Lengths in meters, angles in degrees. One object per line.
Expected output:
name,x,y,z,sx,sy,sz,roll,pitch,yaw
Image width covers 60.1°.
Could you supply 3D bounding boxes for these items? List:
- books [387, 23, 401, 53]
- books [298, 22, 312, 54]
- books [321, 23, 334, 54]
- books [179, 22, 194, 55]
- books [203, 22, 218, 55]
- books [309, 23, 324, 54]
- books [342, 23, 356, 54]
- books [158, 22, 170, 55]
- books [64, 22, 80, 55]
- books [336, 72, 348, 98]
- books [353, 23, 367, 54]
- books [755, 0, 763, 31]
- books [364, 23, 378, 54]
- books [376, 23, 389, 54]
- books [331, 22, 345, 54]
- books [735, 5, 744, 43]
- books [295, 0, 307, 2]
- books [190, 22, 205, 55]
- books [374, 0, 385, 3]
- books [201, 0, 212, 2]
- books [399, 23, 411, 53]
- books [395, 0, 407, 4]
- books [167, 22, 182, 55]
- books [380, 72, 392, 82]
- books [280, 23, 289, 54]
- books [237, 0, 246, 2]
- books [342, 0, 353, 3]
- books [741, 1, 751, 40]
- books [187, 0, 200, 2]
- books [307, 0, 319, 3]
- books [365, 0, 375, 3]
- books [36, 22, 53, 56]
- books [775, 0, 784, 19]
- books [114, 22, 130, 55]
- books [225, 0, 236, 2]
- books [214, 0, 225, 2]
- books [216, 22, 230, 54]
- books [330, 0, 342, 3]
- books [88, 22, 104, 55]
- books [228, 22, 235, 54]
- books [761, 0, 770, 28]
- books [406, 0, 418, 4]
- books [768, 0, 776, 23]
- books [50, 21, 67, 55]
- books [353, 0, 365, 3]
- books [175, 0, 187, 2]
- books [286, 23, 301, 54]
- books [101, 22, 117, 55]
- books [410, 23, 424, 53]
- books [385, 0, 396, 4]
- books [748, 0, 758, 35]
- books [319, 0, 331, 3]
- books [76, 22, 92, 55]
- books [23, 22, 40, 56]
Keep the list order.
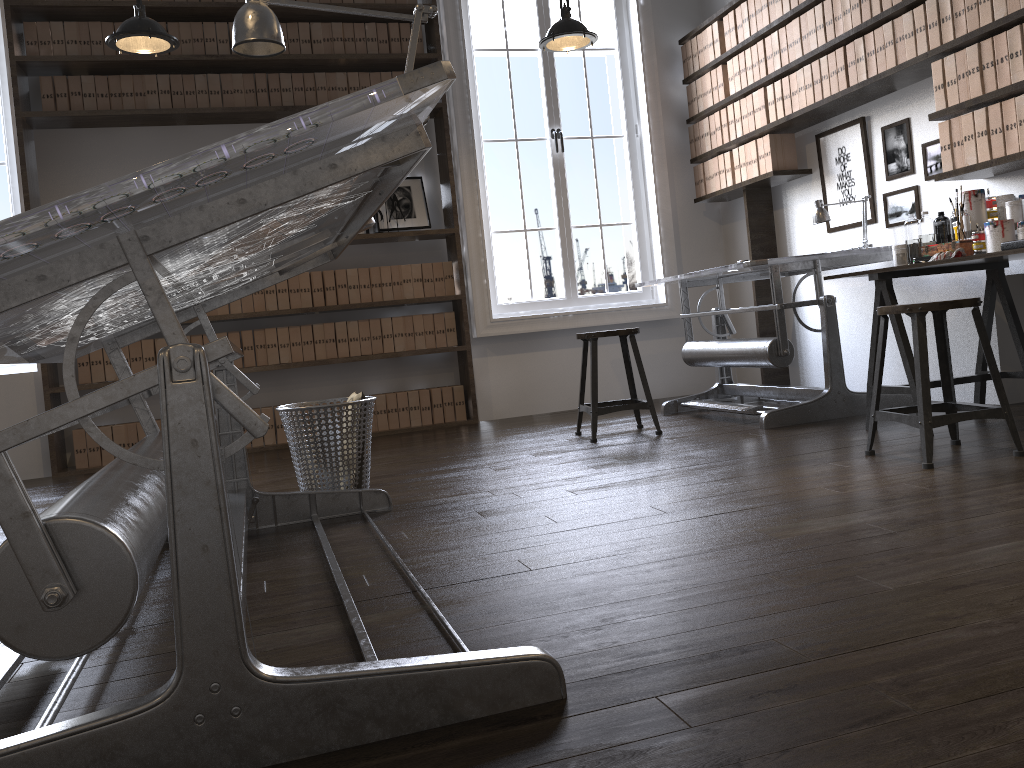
books,-0.769,-2.188,5.714,0.067,0.226,0.174,-6,1,-16
books,-1.301,-2.126,5.557,0.067,0.226,0.174,-6,1,-16
books,-1.173,-2.141,5.598,0.067,0.225,0.174,-6,1,-16
books,-1.964,-2.049,5.363,0.067,0.225,0.174,-6,1,-16
books,-1.834,-2.064,5.397,0.067,0.225,0.174,-6,1,-16
books,-1.232,-2.134,5.579,0.067,0.225,0.174,-6,1,-16
books,-1.045,-2.156,5.637,0.067,0.225,0.174,-6,1,-16
books,-2.097,-2.033,5.321,0.067,0.226,0.174,-6,1,-16
books,-2.560,-1.979,5.186,0.067,0.225,0.174,-6,1,-16
books,-1.083,-1.838,5.616,0.067,0.225,0.174,-6,1,-16
books,-0.977,-2.164,5.657,0.067,0.225,0.174,-6,1,-16
books,1.525,-2.182,5.197,0.175,0.225,0.066,-6,1,-16
books,-0.909,-2.172,5.673,0.067,0.225,0.174,-6,1,-16
books,-0.842,-2.180,5.698,0.067,0.225,0.174,-6,1,-16
books,-1.108,-2.148,5.613,0.067,0.226,0.174,-6,1,-16
books,1.466,-2.188,5.402,0.175,0.225,0.066,-6,1,-16
books,-1.329,-2.443,5.554,0.067,0.225,0.174,-6,1,-16
books,-1.903,-2.055,5.377,0.067,0.226,0.174,-6,1,-16
books,-0.867,-2.497,5.691,0.067,0.226,0.174,-6,1,-16
books,-1.866,-2.381,5.397,0.067,0.226,0.174,-6,1,-16
books,-0.700,-2.196,5.740,0.067,0.225,0.174,-6,1,-16
books,-0.737,-2.513,5.736,0.067,0.225,0.174,-6,1,-16
books,-2.028,-2.041,5.347,0.067,0.225,0.174,-6,1,-16
books,-0.813,-1.869,5.695,0.067,0.225,0.174,-6,1,-16
books,-1.436,-2.111,5.523,0.067,0.225,0.174,-6,1,-16
books,-1.664,-2.404,5.459,0.067,0.225,0.174,-6,1,-16
books,-1.060,-2.475,5.635,0.067,0.226,0.174,-6,1,-16
books,1.481,-2.185,5.332,0.174,0.225,0.066,-6,1,-16
books,-1.939,-2.372,5.381,0.067,0.225,0.174,-6,1,-16
books,-1.261,-2.451,5.578,0.067,0.225,0.174,-6,1,-16
books,-0.932,-2.490,5.677,0.067,0.225,0.174,-6,1,-16
books,-2.697,-1.963,5.147,0.067,0.225,0.174,-6,1,-16
books,1.578,-2.176,5.007,0.175,0.225,0.066,-6,1,-16
books,-2.305,-2.009,5.264,0.067,0.225,0.174,-6,1,-16
books,-1.732,-2.396,5.435,0.067,0.225,0.174,-6,1,-16
books,-1.797,-2.389,5.423,0.067,0.225,0.174,-6,1,-16
books,-1.766,-2.072,5.421,0.067,0.225,0.174,-6,1,-16
books,-1.128,-2.467,5.619,0.067,0.225,0.174,-6,1,-16
books,-2.436,-1.993,5.219,0.067,0.226,0.174,-6,1,-16
books,-1.694,-2.080,5.440,0.067,0.226,0.174,-6,1,-16
books,1.539,-2.179,5.131,0.175,0.226,0.067,-6,1,-16
books,-0.668,-2.521,5.752,0.067,0.225,0.174,-6,1,-16
books,1.562,-2.178,5.068,0.175,0.225,0.066,-6,1,-16
books,-2.629,-1.971,5.163,0.067,0.226,0.174,-6,1,-16
books,-0.992,-2.483,5.658,0.067,0.225,0.174,-6,1,-16
books,-2.006,-2.364,5.356,0.067,0.225,0.174,-6,1,-16
books,-1.369,-2.118,5.540,0.067,0.225,0.174,-6,1,-16
books,-2.373,-2.001,5.244,0.067,0.225,0.174,-6,1,-16
books,-0.627,-2.205,5.759,0.067,0.225,0.174,-6,1,-16
books,-0.804,-2.505,5.716,0.067,0.225,0.174,-6,1,-16
books,1.505,-2.184,5.265,0.174,0.225,0.066,-6,1,-16
books,-1.196,-2.459,5.601,0.067,0.225,0.174,-6,1,-16
books,-2.501,-1.986,5.205,0.067,0.225,0.174,-6,1,-16
books,-2.764,-1.955,5.129,0.067,0.225,0.174,-6,1,-16
